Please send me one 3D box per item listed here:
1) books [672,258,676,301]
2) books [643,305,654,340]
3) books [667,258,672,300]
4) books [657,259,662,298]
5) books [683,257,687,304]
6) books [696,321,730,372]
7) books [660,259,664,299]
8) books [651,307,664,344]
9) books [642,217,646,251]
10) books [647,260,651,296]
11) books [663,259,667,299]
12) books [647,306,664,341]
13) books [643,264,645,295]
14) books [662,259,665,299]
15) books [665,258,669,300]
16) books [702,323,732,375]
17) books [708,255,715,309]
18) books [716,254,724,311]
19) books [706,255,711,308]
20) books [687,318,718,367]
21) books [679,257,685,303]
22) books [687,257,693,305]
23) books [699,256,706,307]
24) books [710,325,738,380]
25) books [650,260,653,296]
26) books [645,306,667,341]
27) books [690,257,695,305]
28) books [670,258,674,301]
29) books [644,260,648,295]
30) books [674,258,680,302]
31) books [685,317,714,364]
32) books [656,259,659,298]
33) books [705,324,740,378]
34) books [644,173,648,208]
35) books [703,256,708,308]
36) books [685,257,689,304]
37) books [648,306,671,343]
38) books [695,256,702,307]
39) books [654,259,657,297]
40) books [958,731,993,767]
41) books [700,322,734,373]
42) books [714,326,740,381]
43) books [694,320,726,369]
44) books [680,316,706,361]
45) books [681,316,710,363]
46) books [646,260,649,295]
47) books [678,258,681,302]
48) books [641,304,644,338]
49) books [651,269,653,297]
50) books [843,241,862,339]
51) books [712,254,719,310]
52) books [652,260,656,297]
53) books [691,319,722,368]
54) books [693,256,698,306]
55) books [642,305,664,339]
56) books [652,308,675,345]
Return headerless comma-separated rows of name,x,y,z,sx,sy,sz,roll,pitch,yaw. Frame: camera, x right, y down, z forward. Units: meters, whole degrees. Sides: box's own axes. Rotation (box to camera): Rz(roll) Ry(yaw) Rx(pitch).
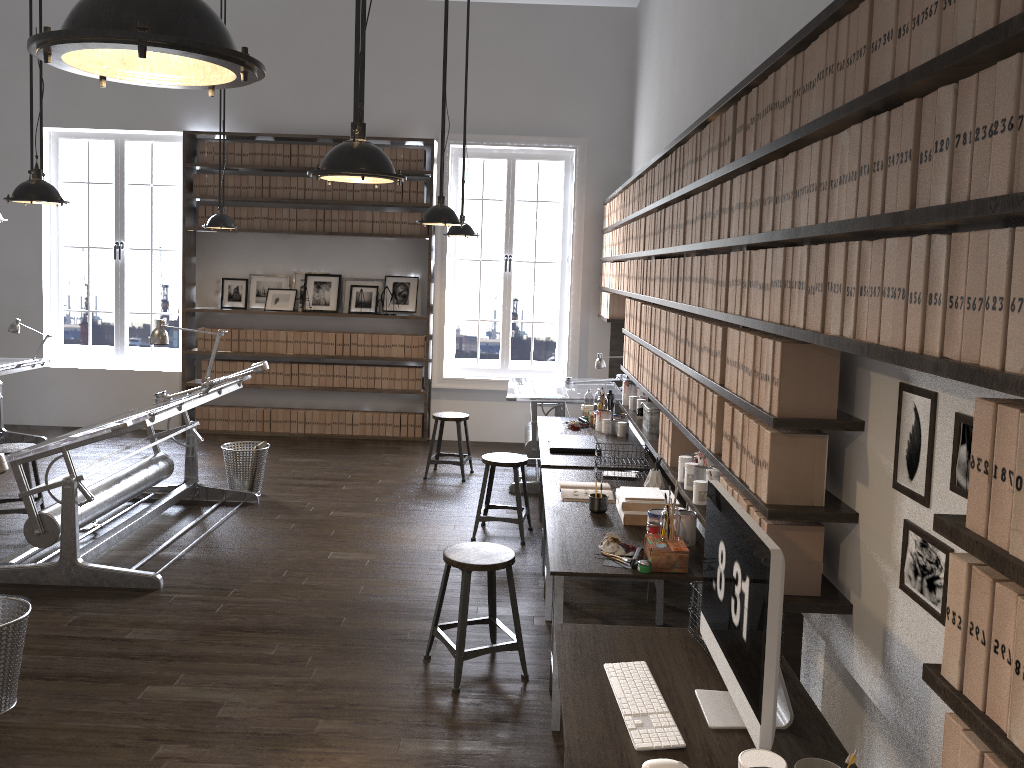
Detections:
books,0.905,-0.519,4.460,0.174,0.224,0.067,2,5,1
books,0.902,-0.369,5.447,0.174,0.225,0.067,2,5,1
books,0.900,-0.536,4.588,0.174,0.225,0.067,2,5,1
books,0.906,-0.582,4.942,0.174,0.225,0.067,2,5,1
books,0.900,-0.482,4.170,0.174,0.225,0.067,2,5,1
books,0.879,-0.152,3.769,0.174,0.225,0.067,2,5,1
books,0.909,-0.572,4.872,0.174,0.225,0.067,2,5,1
books,0.905,-0.333,5.170,0.174,0.225,0.067,2,5,1
books,0.926,-0.950,5.666,0.174,0.225,0.067,2,5,1
books,0.913,-0.634,5.352,0.174,0.225,0.067,2,5,1
books,0.905,-0.554,4.733,0.174,0.225,0.067,2,5,1
books,0.907,-0.352,5.319,0.174,0.224,0.067,2,5,1
books,0.921,-0.662,5.571,0.174,0.224,0.067,2,5,1
books,0.910,-0.563,4.802,0.174,0.225,0.067,2,5,1
books,0.901,-0.545,4.660,0.174,0.225,0.067,2,5,1
books,0.880,-0.136,3.639,0.174,0.224,0.067,2,5,1
books,0.885,-0.402,3.549,0.174,0.225,0.067,2,5,1
books,0.888,-0.385,3.420,0.174,0.224,0.067,2,5,1
books,0.890,-0.411,3.621,0.174,0.225,0.067,2,5,1
books,0.884,-0.179,3.977,0.174,0.225,0.067,2,5,1
books,0.897,-0.491,4.240,0.174,0.225,0.067,2,5,1
books,0.892,-0.464,4.032,0.174,0.225,0.067,2,5,1
books,0.894,-0.429,3.760,0.174,0.225,0.067,2,5,1
books,0.880,-0.118,3.503,0.174,0.225,0.067,2,5,1
books,0.916,-0.625,5.281,0.174,0.225,0.067,2,5,1
books,0.906,-0.361,5.384,0.174,0.224,0.067,2,5,1
books,0.896,-0.456,3.965,0.174,0.224,0.067,2,5,1
books,0.903,-0.528,4.525,0.174,0.224,0.067,2,5,1
books,0.914,-0.653,5.498,0.174,0.225,0.067,2,5,1
books,0.898,-0.510,4.386,0.174,0.225,0.067,2,5,1
books,0.889,-0.188,4.048,0.174,0.225,0.067,2,5,1
books,0.909,-0.591,5.014,0.174,0.224,0.067,2,5,1
books,0.877,-0.127,3.573,0.174,0.225,0.067,2,5,1
books,0.934,-1.225,5.638,0.174,0.225,0.067,2,5,1
books,0.894,-0.420,3.691,0.174,0.225,0.067,2,5,1
books,0.899,-0.473,4.099,0.174,0.225,0.067,2,5,1
books,0.901,-0.343,5.245,0.174,0.225,0.067,2,5,1
books,0.891,-0.438,3.830,0.174,0.225,0.067,2,5,1
books,0.912,-0.599,5.077,0.174,0.224,0.067,2,5,1
books,0.827,0.694,1.446,0.174,0.225,0.067,2,5,1
books,0.883,-0.144,3.702,0.174,0.224,0.067,2,5,1
books,0.881,-0.109,3.433,0.174,0.225,0.067,2,5,1
books,0.886,-0.161,3.836,0.174,0.225,0.067,2,5,1
books,0.891,-0.207,4.197,0.174,0.224,0.067,2,5,1
books,0.885,-0.198,4.123,0.174,0.225,0.067,2,5,1
books,0.919,-0.643,5.423,0.174,0.225,0.067,2,5,1
books,0.903,-0.500,4.311,0.174,0.225,0.067,2,5,1
books,0.908,-0.387,5.591,0.174,0.225,0.067,2,5,1
books,0.915,-0.616,5.210,0.174,0.225,0.067,2,5,1
books,0.867,-0.214,2.042,0.174,0.225,0.067,2,5,1
books,0.884,-0.393,3.483,0.174,0.225,0.067,2,5,1
books,0.908,-0.607,5.143,0.174,0.225,0.067,2,5,1
books,0.887,-0.170,3.907,0.174,0.225,0.067,2,5,1
books,0.894,-0.447,3.902,0.174,0.224,0.067,2,5,1
books,0.903,-0.378,5.519,0.174,0.225,0.067,2,5,1
books,0.899,-0.324,5.099,0.174,0.225,0.067,2,5,1
